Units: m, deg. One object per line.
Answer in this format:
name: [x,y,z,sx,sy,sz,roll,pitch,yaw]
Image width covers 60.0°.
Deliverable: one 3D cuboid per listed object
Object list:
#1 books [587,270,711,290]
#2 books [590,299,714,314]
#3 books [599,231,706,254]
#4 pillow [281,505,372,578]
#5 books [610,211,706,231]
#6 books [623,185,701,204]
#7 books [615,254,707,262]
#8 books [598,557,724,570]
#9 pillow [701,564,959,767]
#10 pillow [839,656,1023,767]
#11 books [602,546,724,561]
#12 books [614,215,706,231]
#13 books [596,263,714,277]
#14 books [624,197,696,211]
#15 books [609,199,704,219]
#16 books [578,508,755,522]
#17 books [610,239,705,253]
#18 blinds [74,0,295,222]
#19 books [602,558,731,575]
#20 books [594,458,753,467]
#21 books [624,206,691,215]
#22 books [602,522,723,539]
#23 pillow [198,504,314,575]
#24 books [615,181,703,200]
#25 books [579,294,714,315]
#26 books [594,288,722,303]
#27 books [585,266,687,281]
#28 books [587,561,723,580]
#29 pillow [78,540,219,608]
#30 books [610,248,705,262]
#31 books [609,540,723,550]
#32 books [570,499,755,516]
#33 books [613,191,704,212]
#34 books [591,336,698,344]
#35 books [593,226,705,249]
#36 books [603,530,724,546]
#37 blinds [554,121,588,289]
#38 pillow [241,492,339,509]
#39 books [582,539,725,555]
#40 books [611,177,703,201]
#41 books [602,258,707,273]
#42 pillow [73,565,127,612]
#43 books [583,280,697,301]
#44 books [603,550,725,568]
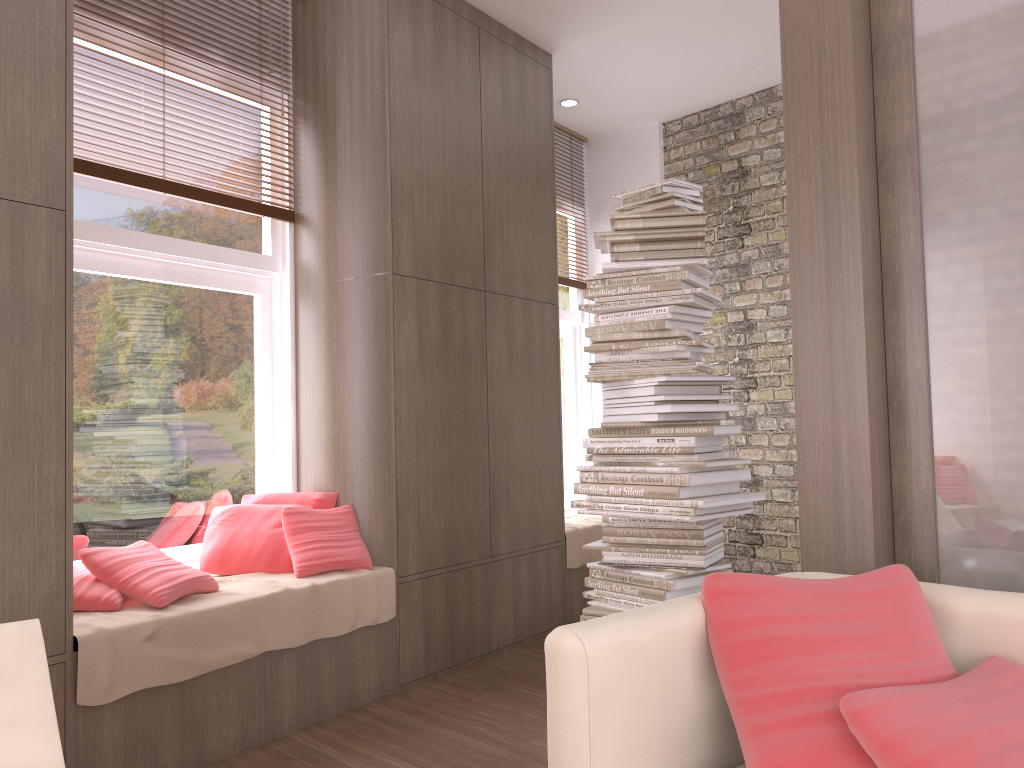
books: [0.560,-0.401,3.611,0.416,0.035,0.323,-3,-3,27]
books: [0.568,-0.299,3.558,0.416,0.012,0.324,-3,-3,27]
books: [0.564,-0.572,3.594,0.412,0.019,0.259,-2,-3,7]
pillow: [-0.784,0.655,3.738,0.357,0.278,0.264,1,-4,-35]
books: [0.583,-0.651,3.581,0.366,0.012,0.287,-2,-3,7]
books: [0.603,-0.749,3.589,0.193,0.029,0.260,0,-3,-28]
books: [0.594,-0.484,3.573,0.351,0.010,0.284,-2,-3,7]
books: [0.591,0.692,3.479,0.413,0.006,0.322,-3,-3,27]
pillow: [0.634,0.565,1.694,0.498,0.377,0.379,-1,-3,-8]
pillow: [0.863,0.630,1.441,0.507,0.224,0.467,0,-3,-30]
books: [0.598,0.656,3.489,0.405,0.018,0.300,-3,-3,27]
books: [0.592,-0.624,3.584,0.351,0.036,0.275,-2,-3,7]
books: [0.582,-0.444,3.601,0.416,0.015,0.245,-3,-3,27]
books: [0.608,-0.712,3.589,0.258,0.010,0.183,-3,-3,32]
books: [0.586,-0.693,3.603,0.198,0.023,0.327,1,-4,-43]
books: [0.602,0.502,3.492,0.423,0.016,0.542,1,-4,-43]
books: [0.589,-0.542,3.613,0.371,0.036,0.211,-2,-3,7]
blinds: [-1.431,-1.348,3.650,0.042,1.138,1.373,-3,-3,34]
books: [0.604,0.704,3.490,0.264,0.016,0.448,1,-4,-38]
books: [0.635,0.311,3.536,0.320,0.020,0.542,1,-4,-43]
books: [0.595,-0.669,3.587,0.272,0.023,0.201,-3,-3,27]
books: [0.598,0.569,3.486,0.396,0.033,0.310,-3,-3,27]
pillow: [-1.087,0.651,3.741,0.485,0.279,0.270,-1,-3,-7]
books: [0.594,-0.769,3.583,0.216,0.008,0.277,1,-4,-43]
books: [0.547,-0.314,3.598,0.470,0.022,0.306,-3,-3,27]
books: [0.595,-0.339,3.581,0.434,0.019,0.324,-3,-3,27]
books: [0.537,-0.427,3.602,0.392,0.015,0.306,-3,-3,27]
books: [0.561,0.723,3.512,0.330,0.016,0.422,1,-4,-38]
pillow: [-1.296,0.672,3.180,0.354,0.200,0.403,-2,-3,12]
books: [0.589,-0.505,3.611,0.371,0.036,0.211,-2,-3,7]
books: [0.613,0.624,3.497,0.385,0.008,0.274,-3,-3,27]
books: [0.594,0.481,3.550,0.399,0.028,0.612,1,-4,-43]
books: [0.592,-0.725,3.595,0.202,0.015,0.303,1,-4,-43]
books: [0.546,-0.167,3.590,0.395,0.009,0.233,-3,-3,22]
books: [0.553,-0.592,3.602,0.435,0.019,0.248,-2,-3,7]
books: [0.599,0.598,3.485,0.396,0.024,0.310,-3,-3,27]
blinds: [0.159,-1.270,5.966,0.042,1.138,1.373,-3,-3,34]
pillow: [-1.006,0.649,3.900,0.484,0.334,0.193,-1,-3,-2]
books: [0.562,0.639,3.511,0.488,0.018,0.296,-3,-3,27]
books: [0.586,-0.780,3.600,0.204,0.014,0.313,1,-4,-43]
books: [0.570,-0.464,3.584,0.404,0.026,0.266,-2,-3,7]
pillow: [-1.514,0.700,3.092,0.373,0.150,0.397,-1,-3,-9]
books: [0.535,-0.365,3.599,0.401,0.035,0.315,-3,-3,27]
books: [0.600,0.677,3.481,0.396,0.024,0.310,-3,-3,27]
